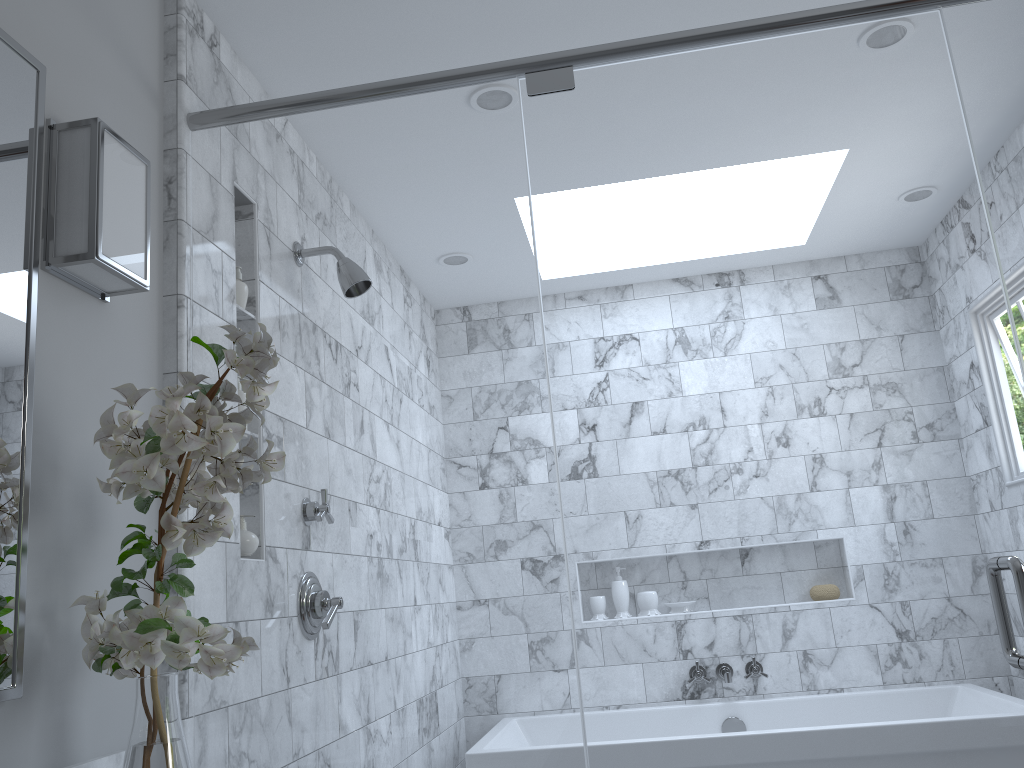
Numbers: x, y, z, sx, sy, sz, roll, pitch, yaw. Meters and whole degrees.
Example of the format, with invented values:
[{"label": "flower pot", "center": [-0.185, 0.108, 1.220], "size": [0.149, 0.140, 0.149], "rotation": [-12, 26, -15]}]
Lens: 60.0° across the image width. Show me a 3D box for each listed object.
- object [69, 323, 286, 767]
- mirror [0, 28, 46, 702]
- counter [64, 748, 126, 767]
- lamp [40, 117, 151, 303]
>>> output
[{"label": "object", "center": [-0.461, 0.290, 1.277], "size": [0.374, 0.706, 0.225], "rotation": [-16, -17, 37]}, {"label": "mirror", "center": [-0.779, -0.117, 0.996], "size": [0.030, 0.977, 0.694], "rotation": [-7, -14, 7]}, {"label": "counter", "center": [-0.402, 0.876, 0.575], "size": [0.638, 0.983, 1.657], "rotation": [-7, -14, 7]}, {"label": "lamp", "center": [-0.704, -0.298, 1.521], "size": [0.091, 0.266, 0.175], "rotation": [-7, -14, 7]}]
